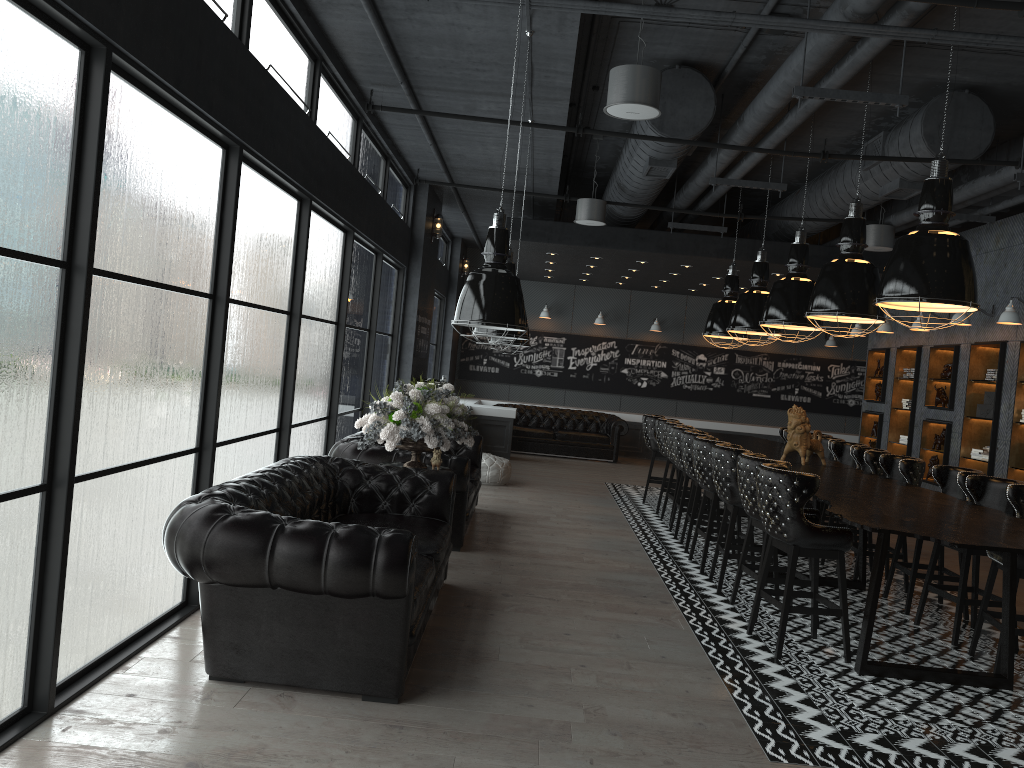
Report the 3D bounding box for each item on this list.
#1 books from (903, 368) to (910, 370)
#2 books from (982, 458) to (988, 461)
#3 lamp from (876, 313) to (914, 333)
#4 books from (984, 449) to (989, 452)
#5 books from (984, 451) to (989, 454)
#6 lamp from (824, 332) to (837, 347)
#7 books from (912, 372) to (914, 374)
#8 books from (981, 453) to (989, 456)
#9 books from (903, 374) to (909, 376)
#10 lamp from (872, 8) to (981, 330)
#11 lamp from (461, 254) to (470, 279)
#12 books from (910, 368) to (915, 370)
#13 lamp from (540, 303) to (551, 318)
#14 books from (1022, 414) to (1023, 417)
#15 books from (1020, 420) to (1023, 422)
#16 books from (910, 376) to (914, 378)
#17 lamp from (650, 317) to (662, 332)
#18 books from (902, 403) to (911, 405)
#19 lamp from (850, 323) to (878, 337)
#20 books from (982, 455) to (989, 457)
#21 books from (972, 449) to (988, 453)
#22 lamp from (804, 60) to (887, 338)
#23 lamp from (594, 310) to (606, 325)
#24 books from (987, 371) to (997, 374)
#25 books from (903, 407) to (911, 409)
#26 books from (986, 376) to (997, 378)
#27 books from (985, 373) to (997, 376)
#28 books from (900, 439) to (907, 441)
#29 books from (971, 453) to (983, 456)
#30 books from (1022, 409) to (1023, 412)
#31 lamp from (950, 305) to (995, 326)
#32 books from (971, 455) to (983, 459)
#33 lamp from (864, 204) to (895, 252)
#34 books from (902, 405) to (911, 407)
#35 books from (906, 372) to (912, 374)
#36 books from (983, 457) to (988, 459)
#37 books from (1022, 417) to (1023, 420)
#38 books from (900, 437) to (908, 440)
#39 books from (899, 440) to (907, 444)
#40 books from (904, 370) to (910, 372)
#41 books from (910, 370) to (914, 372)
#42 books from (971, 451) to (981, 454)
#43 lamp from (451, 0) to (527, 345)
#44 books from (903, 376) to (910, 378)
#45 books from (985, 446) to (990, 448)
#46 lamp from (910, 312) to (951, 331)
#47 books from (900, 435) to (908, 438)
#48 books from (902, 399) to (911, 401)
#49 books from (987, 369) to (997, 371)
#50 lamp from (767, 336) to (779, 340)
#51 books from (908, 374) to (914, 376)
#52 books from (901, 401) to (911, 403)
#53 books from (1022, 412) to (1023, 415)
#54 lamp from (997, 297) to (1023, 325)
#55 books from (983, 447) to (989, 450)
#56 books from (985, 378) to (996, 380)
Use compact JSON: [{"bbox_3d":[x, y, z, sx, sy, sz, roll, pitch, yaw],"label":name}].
[{"bbox_3d":[5.805,-0.204,12.820,0.193,0.028,0.245,5,1,-2],"label":"books"},{"bbox_3d":[5.598,0.890,10.313,0.167,0.023,0.228,5,1,2],"label":"books"},{"bbox_3d":[5.476,-0.871,12.671,0.490,0.287,0.243,6,1,17],"label":"lamp"},{"bbox_3d":[5.644,0.788,10.306,0.244,0.023,0.247,5,1,-14],"label":"books"},{"bbox_3d":[5.618,0.807,10.324,0.197,0.023,0.248,6,1,18],"label":"books"},{"bbox_3d":[6.269,-0.875,17.407,0.244,0.287,0.489,6,1,17],"label":"lamp"},{"bbox_3d":[5.831,-0.139,12.550,0.193,0.028,0.245,5,1,-17],"label":"books"},{"bbox_3d":[5.605,0.828,10.319,0.205,0.019,0.264,5,1,0],"label":"books"},{"bbox_3d":[5.788,-0.122,12.843,0.193,0.028,0.245,6,1,13],"label":"books"},{"bbox_3d":[2.707,-1.494,5.590,0.621,2.302,0.622,5,1,-44],"label":"lamp"},{"bbox_3d":[-0.892,-2.268,17.120,0.139,0.480,0.145,5,1,1],"label":"lamp"},{"bbox_3d":[5.800,-0.199,12.532,0.193,0.028,0.245,5,1,-27],"label":"books"},{"bbox_3d":[0.700,-1.444,17.548,0.244,0.287,0.489,6,1,17],"label":"lamp"},{"bbox_3d":[5.662,0.358,9.549,0.245,0.028,0.193,6,1,7],"label":"books"},{"bbox_3d":[5.638,0.413,9.540,0.245,0.028,0.193,5,1,-6],"label":"books"},{"bbox_3d":[5.789,-0.086,12.535,0.193,0.028,0.245,5,1,-20],"label":"books"},{"bbox_3d":[2.866,-1.181,17.493,0.244,0.287,0.489,6,1,17],"label":"lamp"},{"bbox_3d":[5.735,0.296,12.652,0.245,0.028,0.193,5,1,1],"label":"books"},{"bbox_3d":[5.504,-0.881,13.755,0.490,0.287,0.243,6,1,17],"label":"lamp"},{"bbox_3d":[5.609,0.849,10.321,0.202,0.022,0.228,6,1,4],"label":"books"},{"bbox_3d":[5.658,0.804,10.600,0.225,0.029,0.179,5,1,-14],"label":"books"},{"bbox_3d":[2.745,-1.523,7.049,0.621,2.302,0.622,5,1,-44],"label":"lamp"},{"bbox_3d":[1.773,-1.313,17.521,0.244,0.287,0.489,6,1,17],"label":"lamp"},{"bbox_3d":[5.771,-0.128,10.496,0.193,0.028,0.245,6,1,7],"label":"books"},{"bbox_3d":[5.739,0.353,12.653,0.245,0.028,0.193,5,1,-3],"label":"books"},{"bbox_3d":[5.735,-0.074,10.468,0.193,0.028,0.245,6,1,12],"label":"books"},{"bbox_3d":[5.747,-0.100,10.454,0.193,0.028,0.245,5,1,-8],"label":"books"},{"bbox_3d":[5.694,0.811,12.690,0.166,0.024,0.227,5,1,-13],"label":"books"},{"bbox_3d":[5.650,0.853,10.616,0.166,0.024,0.227,5,1,-31],"label":"books"},{"bbox_3d":[5.656,0.301,9.538,0.245,0.028,0.193,6,1,8],"label":"books"},{"bbox_3d":[5.418,-0.833,10.422,0.490,0.287,0.243,6,1,17],"label":"lamp"},{"bbox_3d":[5.655,0.883,10.600,0.179,0.034,0.243,5,1,-20],"label":"books"},{"bbox_3d":[4.290,-2.079,10.293,0.380,1.045,0.381,6,1,28],"label":"lamp"},{"bbox_3d":[5.710,0.323,12.613,0.245,0.028,0.193,6,1,10],"label":"books"},{"bbox_3d":[5.839,-0.144,12.820,0.193,0.028,0.245,6,1,8],"label":"books"},{"bbox_3d":[5.607,0.870,10.320,0.158,0.021,0.224,6,1,10],"label":"books"},{"bbox_3d":[5.640,0.385,9.499,0.245,0.028,0.193,5,1,0],"label":"books"},{"bbox_3d":[5.719,0.790,12.690,0.243,0.024,0.175,5,1,-7],"label":"books"},{"bbox_3d":[5.700,0.841,12.674,0.179,0.034,0.243,5,1,-30],"label":"books"},{"bbox_3d":[5.802,-0.176,12.821,0.193,0.028,0.245,6,1,6],"label":"books"},{"bbox_3d":[5.797,-0.170,12.534,0.193,0.028,0.245,5,1,-19],"label":"books"},{"bbox_3d":[5.676,0.831,10.636,0.243,0.024,0.175,5,1,1],"label":"books"},{"bbox_3d":[-0.023,-1.275,4.521,0.391,2.153,0.391,5,1,-44],"label":"lamp"},{"bbox_3d":[5.794,-0.092,12.822,0.193,0.028,0.245,6,1,5],"label":"books"},{"bbox_3d":[5.646,0.745,10.315,0.185,0.024,0.212,5,1,-4],"label":"books"},{"bbox_3d":[5.444,-0.830,11.519,0.490,0.287,0.243,6,1,17],"label":"lamp"},{"bbox_3d":[5.703,0.762,12.684,0.225,0.029,0.179,5,1,-16],"label":"books"},{"bbox_3d":[5.741,0.239,12.672,0.245,0.028,0.193,5,1,-6],"label":"books"},{"bbox_3d":[5.753,-0.157,10.457,0.193,0.028,0.245,6,1,4],"label":"books"},{"bbox_3d":[5.158,-1.017,17.435,0.244,0.287,0.489,6,1,17],"label":"lamp"},{"bbox_3d":[5.774,-0.116,12.549,0.193,0.028,0.245,5,1,-12],"label":"books"},{"bbox_3d":[5.727,0.266,12.672,0.245,0.028,0.193,6,1,4],"label":"books"},{"bbox_3d":[5.632,0.327,9.519,0.245,0.028,0.193,6,1,14],"label":"books"},{"bbox_3d":[5.385,-0.768,9.332,0.490,0.287,0.243,6,1,17],"label":"lamp"},{"bbox_3d":[5.621,0.764,10.310,0.197,0.020,0.206,5,1,3],"label":"books"},{"bbox_3d":[5.742,-0.045,10.477,0.193,0.028,0.245,5,1,1],"label":"books"}]
